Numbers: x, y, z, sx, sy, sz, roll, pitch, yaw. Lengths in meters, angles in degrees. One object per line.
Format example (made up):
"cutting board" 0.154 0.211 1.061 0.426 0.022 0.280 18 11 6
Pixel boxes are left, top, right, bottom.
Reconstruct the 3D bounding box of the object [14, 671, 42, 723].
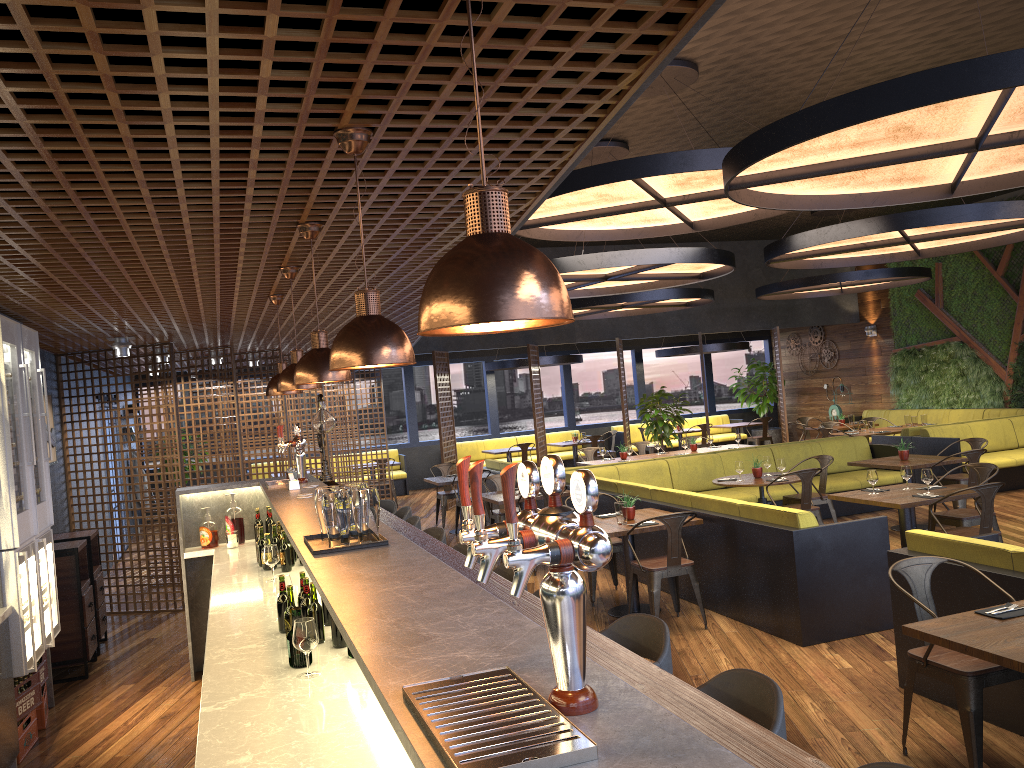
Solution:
"object" -3.074 1.910 5.350 0.277 0.206 0.416 -5 0 -4

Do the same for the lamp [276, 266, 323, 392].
"lamp" -1.192 -0.302 4.863 0.250 0.673 0.250 -5 0 14

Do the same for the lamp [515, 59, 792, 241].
"lamp" 1.262 -2.056 7.574 2.778 1.159 2.778 -5 0 32

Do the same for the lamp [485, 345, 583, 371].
"lamp" 0.351 -1.429 17.856 1.979 2.172 1.979 -5 0 27

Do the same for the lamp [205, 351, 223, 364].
"lamp" -3.629 -0.314 10.870 0.228 0.172 0.228 -5 0 -18

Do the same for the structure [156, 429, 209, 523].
"structure" -6.247 1.705 16.724 0.993 1.763 1.166 -5 0 42

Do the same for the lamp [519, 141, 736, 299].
"lamp" 0.980 -1.839 9.793 2.778 1.475 2.778 -5 0 -14

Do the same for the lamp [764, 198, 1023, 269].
"lamp" 3.894 -2.099 8.840 2.778 1.475 2.778 -5 0 31

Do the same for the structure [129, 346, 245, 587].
"structure" -3.714 0.973 10.239 1.319 2.700 0.050 -5 0 12

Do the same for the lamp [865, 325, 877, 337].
"lamp" 7.326 -1.082 18.185 0.189 0.215 0.215 -5 0 -18

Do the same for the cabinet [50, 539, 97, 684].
"cabinet" -3.578 1.790 7.027 0.473 1.007 0.553 -5 0 -18

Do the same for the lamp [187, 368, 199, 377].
"lamp" -4.877 -0.189 13.541 0.228 0.172 0.228 -5 0 -18

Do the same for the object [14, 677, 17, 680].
"object" -3.049 1.889 5.451 0.056 0.205 0.056 -5 0 -22

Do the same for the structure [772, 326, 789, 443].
"structure" 5.310 0.233 17.465 0.050 2.700 0.852 -5 0 12

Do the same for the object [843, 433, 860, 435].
"object" 5.361 0.785 14.044 0.157 0.019 0.255 -5 0 -19

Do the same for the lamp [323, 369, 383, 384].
"lamp" -3.505 -1.101 16.576 1.979 2.172 1.979 -5 0 -12

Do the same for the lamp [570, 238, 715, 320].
"lamp" 1.659 -1.873 13.748 2.778 1.475 2.778 -5 0 -18

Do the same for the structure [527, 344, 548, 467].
"structure" 0.485 0.643 15.864 0.050 2.700 0.852 -5 0 12

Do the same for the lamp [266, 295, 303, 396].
"lamp" -1.569 -0.262 6.011 0.250 0.673 0.250 -5 0 14

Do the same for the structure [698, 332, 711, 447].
"structure" 3.702 0.370 16.931 0.050 2.700 0.852 -5 0 12

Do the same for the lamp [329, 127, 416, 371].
"lamp" -0.426 -0.384 2.535 0.250 0.673 0.250 -5 0 14

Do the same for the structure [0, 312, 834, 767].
"structure" -1.444 0.735 3.857 2.700 2.700 9.298 -5 0 -18

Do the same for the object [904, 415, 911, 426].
"object" 6.538 0.607 14.650 0.102 0.178 0.102 -5 0 -33

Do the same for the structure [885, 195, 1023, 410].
"structure" 8.914 -1.056 13.436 0.918 4.593 9.182 -5 0 -19

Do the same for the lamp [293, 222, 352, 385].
"lamp" -0.832 -0.341 3.768 0.250 0.673 0.250 -5 0 14

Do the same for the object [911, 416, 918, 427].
"object" 6.480 0.610 14.272 0.102 0.178 0.102 -5 0 17

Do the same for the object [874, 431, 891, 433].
"object" 5.780 0.748 13.871 0.255 0.019 0.157 -5 0 -19

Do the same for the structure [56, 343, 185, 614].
"structure" -3.958 0.986 9.061 1.319 2.700 0.050 -5 0 12

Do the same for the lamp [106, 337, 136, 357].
"lamp" -3.565 -0.337 8.108 0.228 0.172 0.228 -5 0 -18

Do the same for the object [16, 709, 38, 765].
"object" -3.068 2.136 5.346 0.277 0.206 0.416 -5 0 -14

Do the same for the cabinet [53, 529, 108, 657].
"cabinet" -3.795 1.813 7.687 0.473 1.007 0.553 -5 0 -18

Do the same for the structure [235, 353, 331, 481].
"structure" -3.226 0.945 12.596 1.319 2.700 0.050 -5 0 12

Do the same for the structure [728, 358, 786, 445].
"structure" 5.856 0.465 20.660 1.493 2.184 1.272 -5 0 -18

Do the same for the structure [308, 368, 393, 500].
"structure" -2.738 0.917 14.954 1.319 2.700 0.050 -5 0 12

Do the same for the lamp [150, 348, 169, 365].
"lamp" -3.827 -0.304 9.700 0.228 0.172 0.228 -5 0 -18

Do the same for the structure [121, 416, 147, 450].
"structure" -6.516 0.828 15.348 0.293 0.563 1.220 -5 0 -18

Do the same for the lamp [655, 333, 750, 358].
"lamp" 3.991 -1.740 19.064 1.979 2.172 1.979 -5 0 -33

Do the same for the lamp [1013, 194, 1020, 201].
"lamp" 7.028 -2.540 10.368 2.778 1.159 2.778 -5 0 -28

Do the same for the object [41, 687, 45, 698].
"object" -3.198 2.131 6.019 0.056 0.205 0.056 -5 0 18

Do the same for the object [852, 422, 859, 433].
"object" 5.488 0.695 14.143 0.102 0.178 0.102 -5 0 -33

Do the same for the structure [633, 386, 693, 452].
"structure" 2.674 0.924 15.888 0.993 1.763 1.166 -5 0 42

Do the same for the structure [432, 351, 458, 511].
"structure" -1.123 0.779 15.330 0.050 2.700 0.852 -5 0 12

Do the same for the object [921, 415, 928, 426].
"object" 6.715 0.590 14.441 0.102 0.178 0.102 -5 0 -33

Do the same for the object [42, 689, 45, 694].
"object" -3.230 2.135 6.076 0.056 0.205 0.056 -5 0 -22

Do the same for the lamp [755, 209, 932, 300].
"lamp" 5.484 -2.275 14.936 2.778 1.362 2.778 -5 0 36

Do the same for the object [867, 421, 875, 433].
"object" 5.675 0.678 14.006 0.102 0.178 0.102 -5 0 17

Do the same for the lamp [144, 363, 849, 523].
"lamp" -0.120 0.664 12.026 9.057 2.714 3.017 -5 0 -18

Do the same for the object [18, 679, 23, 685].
"object" -3.056 1.890 5.517 0.056 0.205 0.056 -5 0 -2

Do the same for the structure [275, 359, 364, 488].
"structure" -2.982 0.931 13.775 1.319 2.700 0.050 -5 0 12

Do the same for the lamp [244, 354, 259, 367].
"lamp" -3.506 -0.318 12.014 0.228 0.172 0.228 -5 0 -18

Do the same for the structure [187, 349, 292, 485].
"structure" -3.470 0.959 11.418 1.319 2.700 0.050 -5 0 12

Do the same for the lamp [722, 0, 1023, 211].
"lamp" 2.545 -2.006 4.963 2.778 1.475 2.778 -5 0 36

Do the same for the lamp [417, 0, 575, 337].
"lamp" -0.054 -0.423 1.403 0.250 0.673 0.250 -5 0 -31

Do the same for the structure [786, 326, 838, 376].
"structure" 6.771 -0.782 20.117 0.058 1.178 1.791 -5 0 -18

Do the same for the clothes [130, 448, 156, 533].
"clothes" -6.395 1.842 15.333 0.401 1.494 0.423 -5 0 -22

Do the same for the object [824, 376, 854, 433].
"object" 6.952 0.644 18.774 0.459 1.615 0.848 -5 0 -18

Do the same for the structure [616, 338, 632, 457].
"structure" 2.094 0.506 16.397 0.050 2.700 0.852 -5 0 12

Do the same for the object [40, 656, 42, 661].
"object" -3.229 1.908 6.066 0.056 0.205 0.056 -5 0 -12
